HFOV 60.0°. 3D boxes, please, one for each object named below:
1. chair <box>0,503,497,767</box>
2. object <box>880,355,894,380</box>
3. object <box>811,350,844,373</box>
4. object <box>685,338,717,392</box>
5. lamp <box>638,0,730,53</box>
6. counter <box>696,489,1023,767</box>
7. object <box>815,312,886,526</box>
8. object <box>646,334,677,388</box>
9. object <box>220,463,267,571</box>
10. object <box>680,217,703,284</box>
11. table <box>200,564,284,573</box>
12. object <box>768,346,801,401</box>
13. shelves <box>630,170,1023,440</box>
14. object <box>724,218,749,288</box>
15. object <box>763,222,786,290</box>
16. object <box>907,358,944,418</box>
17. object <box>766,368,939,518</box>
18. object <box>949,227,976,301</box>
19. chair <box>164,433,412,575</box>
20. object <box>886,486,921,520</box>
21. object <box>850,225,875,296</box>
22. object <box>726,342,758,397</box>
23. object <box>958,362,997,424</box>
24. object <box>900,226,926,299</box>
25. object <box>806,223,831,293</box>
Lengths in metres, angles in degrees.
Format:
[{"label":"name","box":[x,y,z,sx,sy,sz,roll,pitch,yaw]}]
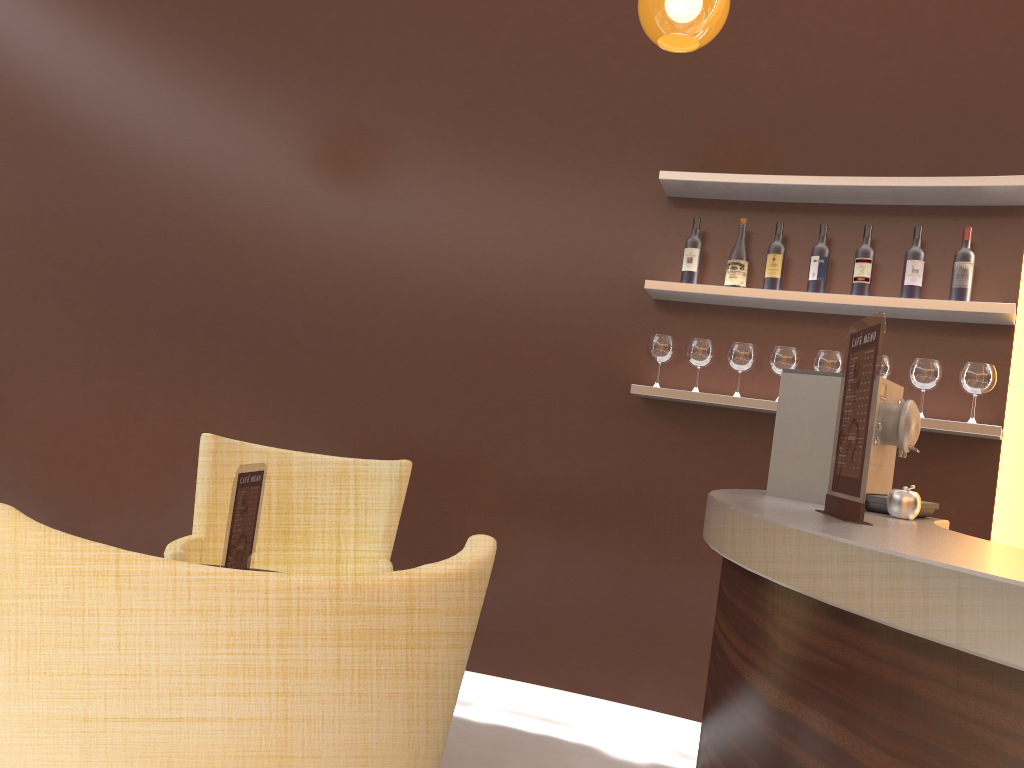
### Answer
[{"label":"chair","box":[-0.475,0.693,1.345,0.729,1.017,0.685,9,-3,-30]},{"label":"object","box":[1.355,0.005,3.324,0.125,0.221,0.125,7,-2,16]},{"label":"object","box":[1.205,-0.013,3.396,0.125,0.221,0.125,7,-2,16]},{"label":"object","box":[0.754,-0.068,3.581,0.125,0.221,0.125,7,-2,16]},{"label":"lamp","box":[0.648,-1.858,2.937,0.299,1.500,0.299,9,-3,-30]},{"label":"counter","box":[1.396,0.902,1.165,2.917,1.100,1.586,6,-3,37]},{"label":"object","box":[0.702,0.068,1.818,0.052,0.414,0.258,8,-2,5]},{"label":"object","box":[0.605,-0.087,3.632,0.125,0.221,0.125,7,-2,16]},{"label":"object","box":[-0.651,0.359,2.141,0.042,0.335,0.209,8,-2,5]},{"label":"object","box":[0.738,-0.533,3.617,0.073,0.297,0.073,8,-2,1]},{"label":"table","box":[-0.735,0.859,2.116,0.874,0.679,0.872,6,-3,38]},{"label":"object","box":[1.055,-0.031,3.459,0.125,0.221,0.125,7,-2,16]},{"label":"shelves","box":[2.482,-0.189,2.343,4.744,0.902,0.586,6,-3,39]},{"label":"object","box":[0.915,-0.515,3.572,0.086,0.303,0.086,9,-3,-30]},{"label":"object","box":[1.046,-0.494,3.517,0.073,0.297,0.073,10,-3,-39]},{"label":"object","box":[1.508,0.023,3.251,0.125,0.221,0.125,7,-2,16]},{"label":"object","box":[0.923,0.157,2.352,0.373,0.340,0.270,6,-3,37]},{"label":"object","box":[1.643,-0.423,3.227,0.073,0.297,0.073,8,-2,1]},{"label":"chair","box":[-0.771,0.715,2.917,0.729,1.017,0.685,8,-2,-2]},{"label":"object","box":[0.923,0.280,2.091,0.075,0.077,0.075,10,-3,-40]},{"label":"object","box":[1.342,-0.459,3.381,0.073,0.297,0.073,8,-2,1]},{"label":"object","box":[0.906,-0.049,3.523,0.125,0.221,0.125,7,-2,16]},{"label":"object","box":[1.653,0.039,3.164,0.125,0.221,0.125,7,-2,16]},{"label":"object","box":[1.498,-0.440,3.304,0.073,0.297,0.073,8,-2,-11]},{"label":"object","box":[1.198,-0.476,3.450,0.073,0.297,0.073,8,-2,1]}]
